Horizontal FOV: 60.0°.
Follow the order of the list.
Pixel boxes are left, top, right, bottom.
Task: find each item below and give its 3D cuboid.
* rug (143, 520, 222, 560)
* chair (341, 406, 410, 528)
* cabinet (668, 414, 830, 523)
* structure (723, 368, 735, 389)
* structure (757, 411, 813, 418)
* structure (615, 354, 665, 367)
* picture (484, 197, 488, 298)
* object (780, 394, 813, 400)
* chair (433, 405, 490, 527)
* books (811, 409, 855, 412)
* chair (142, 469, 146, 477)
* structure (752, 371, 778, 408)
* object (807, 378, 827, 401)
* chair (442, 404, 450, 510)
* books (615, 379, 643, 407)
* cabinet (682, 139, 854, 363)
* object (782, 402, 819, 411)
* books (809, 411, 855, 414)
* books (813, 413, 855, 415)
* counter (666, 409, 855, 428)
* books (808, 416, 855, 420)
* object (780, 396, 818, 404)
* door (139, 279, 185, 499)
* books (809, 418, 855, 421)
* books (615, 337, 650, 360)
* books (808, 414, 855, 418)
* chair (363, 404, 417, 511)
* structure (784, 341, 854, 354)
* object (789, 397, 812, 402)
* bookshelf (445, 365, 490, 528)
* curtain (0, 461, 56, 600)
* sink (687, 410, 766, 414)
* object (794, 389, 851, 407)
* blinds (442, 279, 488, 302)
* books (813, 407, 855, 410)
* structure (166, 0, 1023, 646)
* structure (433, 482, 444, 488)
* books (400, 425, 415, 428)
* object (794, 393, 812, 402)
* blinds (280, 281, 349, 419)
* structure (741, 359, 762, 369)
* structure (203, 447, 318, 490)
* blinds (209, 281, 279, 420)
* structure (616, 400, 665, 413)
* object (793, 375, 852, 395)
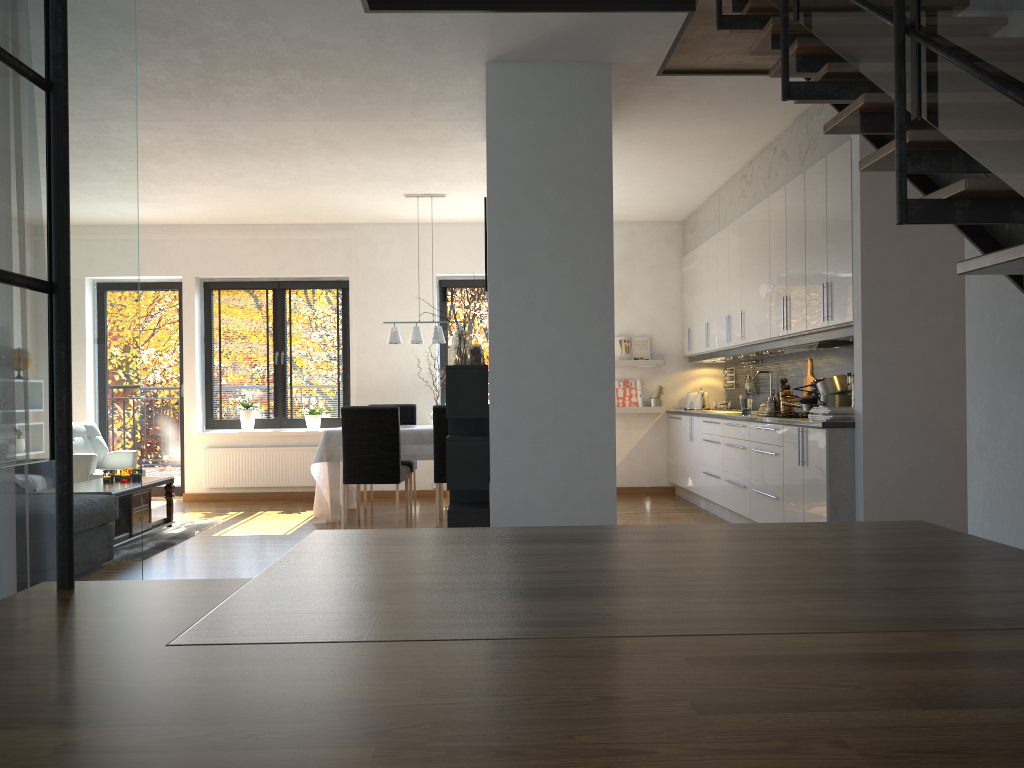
[{"bbox_3d":[-2.922,1.137,6.529,1.052,0.034,1.813,-1,-1,-2],"label":"rug"},{"bbox_3d":[-1.102,0.655,7.235,0.461,0.960,0.545,-1,0,3],"label":"chair"},{"bbox_3d":[1.663,0.621,6.961,0.040,0.690,4.224,-1,-1,-2],"label":"cabinet"},{"bbox_3d":[2.171,-0.056,8.877,0.045,0.209,0.279,-1,0,-2],"label":"structure"},{"bbox_3d":[1.964,0.203,5.915,0.500,0.041,0.662,-1,-1,-2],"label":"structure"},{"bbox_3d":[1.238,-0.244,8.997,0.594,0.129,0.147,-1,0,-2],"label":"structure"},{"bbox_3d":[-0.159,-0.824,5.426,0.014,0.559,0.365,-1,0,-2],"label":"picture"},{"bbox_3d":[2.053,0.105,6.087,0.356,0.080,0.246,-1,-1,1],"label":"object"},{"bbox_3d":[-0.398,0.647,7.254,0.461,0.960,0.545,-1,0,-2],"label":"chair"},{"bbox_3d":[1.891,0.148,5.072,0.252,0.011,0.318,-1,-1,0],"label":"books"},{"bbox_3d":[-3.718,0.758,7.909,0.685,0.832,0.545,-1,0,23],"label":"chair"},{"bbox_3d":[2.129,0.061,7.417,0.195,0.347,0.167,-1,0,-9],"label":"structure"},{"bbox_3d":[2.119,0.040,6.019,0.190,0.159,0.197,-1,-1,45],"label":"object"},{"bbox_3d":[-0.424,0.660,8.239,0.461,0.960,0.545,-1,0,3],"label":"chair"},{"bbox_3d":[1.180,0.120,9.008,0.283,0.330,0.138,-1,0,-4],"label":"books"},{"bbox_3d":[2.011,-0.783,6.972,0.458,1.069,4.236,-1,-1,-2],"label":"cabinet"},{"bbox_3d":[2.071,0.154,6.123,0.232,0.061,0.351,0,-1,-28],"label":"object"},{"bbox_3d":[1.876,0.159,5.060,0.252,0.011,0.318,-1,-1,0],"label":"books"},{"bbox_3d":[1.882,0.170,5.075,0.252,0.011,0.318,-1,-1,10],"label":"books"},{"bbox_3d":[1.947,0.329,6.969,0.622,0.192,4.250,-1,-1,-2],"label":"counter"},{"bbox_3d":[1.870,0.191,5.049,0.252,0.011,0.318,-1,-1,-2],"label":"books"},{"bbox_3d":[2.052,0.119,6.100,0.347,0.082,0.243,-1,-1,35],"label":"object"},{"bbox_3d":[-3.799,0.055,9.143,0.976,2.275,0.119,-1,0,-2],"label":"door"},{"bbox_3d":[1.869,0.202,5.061,0.252,0.011,0.318,-1,-1,2],"label":"books"},{"bbox_3d":[1.224,-0.334,9.016,0.364,0.299,0.109,-1,0,-2],"label":"books"},{"bbox_3d":[1.870,0.180,5.033,0.252,0.011,0.318,-1,-1,-5],"label":"books"},{"bbox_3d":[-1.128,0.668,8.220,0.461,0.960,0.545,-1,0,-2],"label":"chair"},{"bbox_3d":[2.093,-0.290,5.909,0.362,0.148,0.623,-1,-1,-2],"label":"structure"},{"bbox_3d":[1.988,0.100,6.086,0.335,0.044,0.064,0,-1,-40],"label":"object"},{"bbox_3d":[-0.260,0.503,5.518,0.237,1.200,1.190,-1,0,-2],"label":"bookshelf"},{"bbox_3d":[-1.443,-0.361,1.817,0.154,2.733,1.808,-1,0,1],"label":"curtain"},{"bbox_3d":[1.907,0.321,7.681,0.475,0.168,1.421,-1,-1,-2],"label":"sink"},{"bbox_3d":[2.025,0.104,5.729,0.347,0.154,0.200,0,-1,-22],"label":"object"},{"bbox_3d":[-0.369,-0.968,9.198,0.710,0.229,0.049,-1,0,-2],"label":"blinds"},{"bbox_3d":[1.896,0.138,5.079,0.252,0.011,0.318,-1,-1,5],"label":"books"},{"bbox_3d":[0.624,-0.841,2.627,2.685,4.131,4.582,-1,0,-2],"label":"structure"},{"bbox_3d":[-0.078,0.841,8.993,1.457,0.459,0.078,-1,0,0],"label":"structure"},{"bbox_3d":[-1.005,0.369,7.695,0.278,0.022,0.204,-1,-1,25],"label":"books"},{"bbox_3d":[1.999,0.093,6.075,0.059,0.061,0.334,-1,-1,41],"label":"object"},{"bbox_3d":[-2.028,-0.353,9.153,0.710,1.422,0.049,-1,0,-2],"label":"blinds"},{"bbox_3d":[2.179,-0.182,8.102,0.067,0.081,0.443,-1,-1,-2],"label":"structure"},{"bbox_3d":[-2.371,0.867,8.931,1.457,0.459,0.078,-1,0,-3],"label":"structure"},{"bbox_3d":[-2.751,-0.345,9.134,0.710,1.422,0.049,-1,0,-2],"label":"blinds"},{"bbox_3d":[1.243,0.229,8.997,0.594,0.129,0.147,-1,0,-2],"label":"structure"},{"bbox_3d":[2.051,0.026,5.826,0.203,0.169,0.371,0,-1,-29],"label":"object"}]
